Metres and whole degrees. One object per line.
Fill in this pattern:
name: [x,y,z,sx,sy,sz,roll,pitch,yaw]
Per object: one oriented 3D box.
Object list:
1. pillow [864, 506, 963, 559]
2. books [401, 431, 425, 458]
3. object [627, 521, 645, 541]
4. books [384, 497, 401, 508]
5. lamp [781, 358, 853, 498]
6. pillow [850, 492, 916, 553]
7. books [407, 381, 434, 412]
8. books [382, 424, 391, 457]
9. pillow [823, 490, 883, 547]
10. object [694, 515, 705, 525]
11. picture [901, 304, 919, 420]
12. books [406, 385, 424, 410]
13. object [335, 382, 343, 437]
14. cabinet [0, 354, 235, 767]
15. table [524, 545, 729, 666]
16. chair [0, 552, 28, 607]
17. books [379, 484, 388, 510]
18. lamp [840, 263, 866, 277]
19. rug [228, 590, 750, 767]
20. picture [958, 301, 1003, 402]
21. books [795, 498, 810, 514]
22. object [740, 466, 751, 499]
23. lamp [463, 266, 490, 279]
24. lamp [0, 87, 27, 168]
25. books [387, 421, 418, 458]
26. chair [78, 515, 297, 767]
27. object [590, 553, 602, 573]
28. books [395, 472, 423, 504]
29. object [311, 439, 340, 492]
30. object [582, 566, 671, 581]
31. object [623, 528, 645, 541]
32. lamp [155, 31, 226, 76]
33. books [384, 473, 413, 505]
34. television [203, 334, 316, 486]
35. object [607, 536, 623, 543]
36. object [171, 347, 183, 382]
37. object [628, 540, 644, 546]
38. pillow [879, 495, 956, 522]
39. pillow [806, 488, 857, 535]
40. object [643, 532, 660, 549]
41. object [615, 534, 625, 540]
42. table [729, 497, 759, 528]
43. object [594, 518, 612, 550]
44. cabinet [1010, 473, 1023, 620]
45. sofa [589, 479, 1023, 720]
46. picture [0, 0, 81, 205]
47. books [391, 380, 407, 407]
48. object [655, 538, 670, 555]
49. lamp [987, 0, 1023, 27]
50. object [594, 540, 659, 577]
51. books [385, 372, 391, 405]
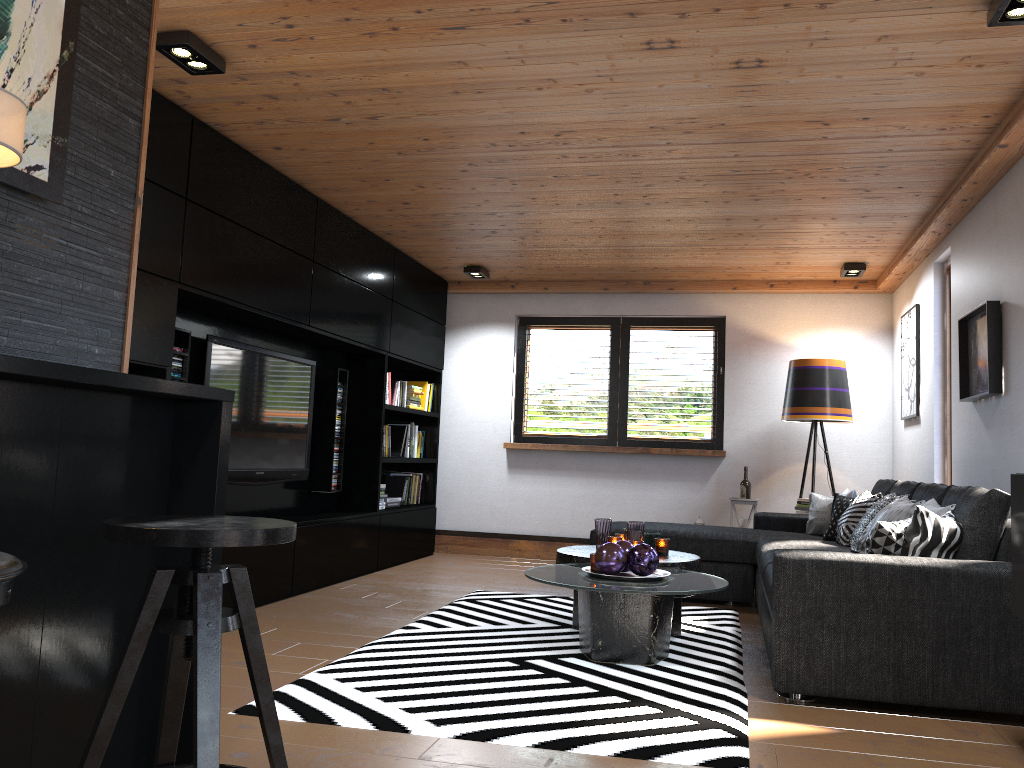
pillow: [1.615,0.652,3.529,0.540,0.346,0.297,5,-6,-26]
books: [-0.875,0.514,7.588,0.188,0.238,0.291,1,-5,12]
object: [0.641,0.800,4.601,0.095,0.168,0.094,4,-6,-15]
books: [-1.029,0.935,7.014,0.208,0.073,0.267,1,-5,17]
lamp: [2.853,0.702,6.802,1.634,1.701,0.521,3,-6,-9]
pillow: [1.943,0.751,4.662,0.274,0.356,0.730,1,-5,14]
books: [-0.805,0.113,7.658,0.211,0.261,0.211,1,-5,13]
books: [-1.056,0.427,6.850,0.209,0.270,0.237,1,-5,13]
pillow: [2.061,0.810,5.283,0.310,0.364,0.669,2,-5,9]
object: [1.506,1.283,7.135,0.252,0.463,0.252,1,-5,13]
picture: [2.864,-0.143,6.384,0.020,0.783,0.565,1,-5,14]
books: [-0.891,0.119,7.407,0.259,0.197,0.297,1,-5,16]
object: [-1.264,0.173,6.128,0.124,0.380,0.126,1,-6,13]
cabinet: [-1.148,0.441,1.531,0.427,1.011,1.632,1,-5,14]
table: [0.574,1.035,4.217,0.891,0.372,1.530,1,-5,14]
chair: [-0.873,0.573,1.074,0.438,0.717,0.443,1,-6,17]
books: [-1.103,0.847,6.672,0.257,0.188,0.304,1,-5,20]
lamp: [2.555,-0.859,6.645,0.154,0.068,0.262,1,-5,14]
rug: [0.222,1.205,4.094,1.653,0.020,2.912,1,-5,13]
picture: [2.382,-0.153,4.525,0.066,0.451,0.561,1,-5,14]
books: [2.288,0.948,6.687,0.221,0.159,0.254,4,-5,-20]
object: [1.858,0.799,7.051,0.088,0.287,0.087,5,-6,-24]
lamp: [-0.289,-0.922,7.284,0.154,0.068,0.262,1,-5,14]
lamp: [-1.094,-0.308,1.697,0.246,0.516,0.249,1,-6,17]
books: [-0.939,0.454,7.273,0.221,0.296,0.346,1,-5,14]
chair: [-0.634,0.636,1.744,0.391,0.722,0.394,1,-5,13]
object: [0.388,0.807,3.989,0.078,0.081,0.080,0,-6,28]
books: [-0.900,0.891,7.576,0.211,0.261,0.253,1,-5,13]
object: [-1.280,0.550,6.091,0.124,0.379,0.126,1,-6,13]
object: [0.505,0.840,3.930,0.390,0.022,0.398,-1,-6,32]
object: [0.647,0.833,4.716,0.114,0.122,0.113,3,-5,-10]
lamp: [-1.239,-1.279,3.414,0.154,0.068,0.262,1,-5,14]
books: [-0.950,0.875,7.372,0.206,0.256,0.245,1,-5,12]
television: [-1.495,0.195,5.266,0.050,0.814,1.258,1,-5,14]
object: [0.537,0.841,4.631,0.078,0.081,0.080,0,-6,28]
object: [-1.709,0.006,4.315,0.124,0.380,0.126,1,-6,13]
object: [0.623,0.831,4.468,0.078,0.081,0.080,0,-6,28]
pillow: [1.802,0.679,4.030,0.283,0.329,0.728,2,-5,4]
pillow: [2.108,0.849,5.789,0.217,0.347,0.565,3,-5,-6]
object: [0.752,0.855,4.788,0.093,0.099,0.091,7,-7,-40]
object: [0.599,0.859,4.826,0.078,0.081,0.080,0,-6,28]
table: [1.830,1.212,7.017,0.225,0.609,0.225,1,-6,13]
object: [0.484,0.803,4.721,0.095,0.168,0.094,4,-6,-15]
cabinet: [1.701,0.489,2.413,0.356,0.469,0.959,1,-5,14]
sofa: [1.335,0.903,4.792,2.077,0.819,3.101,1,-5,14]
picture: [-1.240,-0.790,1.822,0.010,0.594,0.929,1,-5,14]
books: [-0.991,0.079,7.137,0.181,0.233,0.285,1,-5,17]
object: [0.787,0.852,4.648,0.078,0.081,0.080,0,-6,28]
lamp: [1.605,-1.216,2.775,0.154,0.068,0.262,1,-5,14]
object: [0.501,0.775,3.951,0.285,0.143,0.263,3,-5,-3]
books: [-1.044,0.018,6.667,0.207,0.270,0.241,1,-5,13]
